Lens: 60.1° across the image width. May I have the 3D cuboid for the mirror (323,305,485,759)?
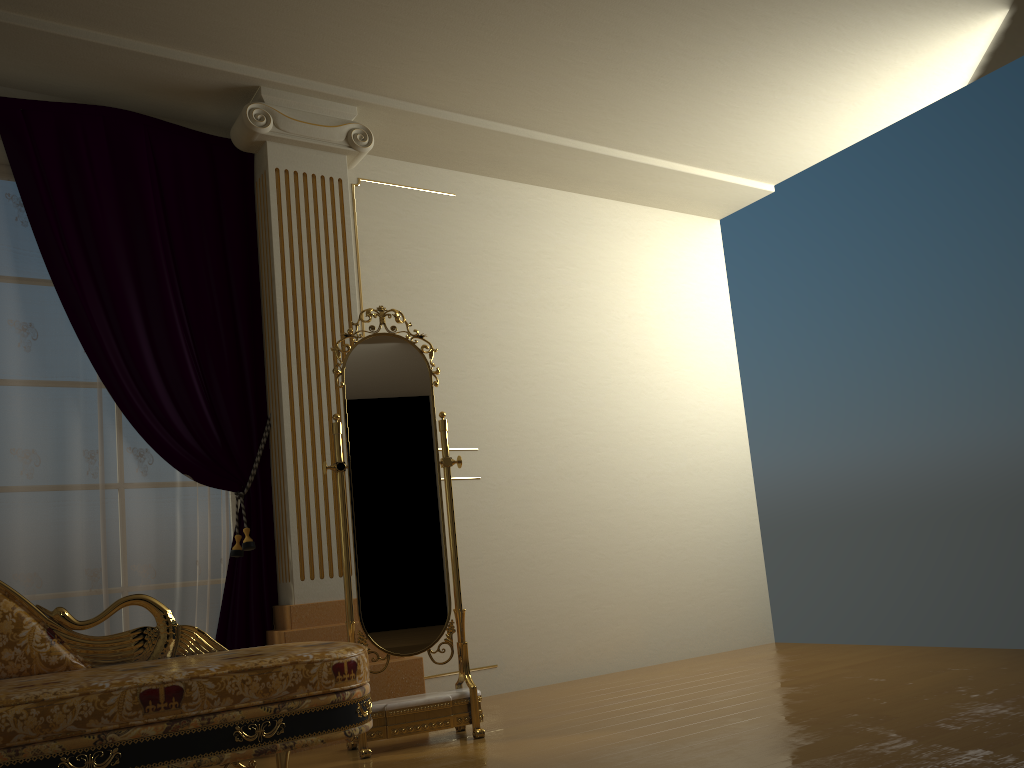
[{"bbox_3d":[-0.438,0.515,3.411,0.541,1.683,0.245,-2,-9,-23],"label":"mirror"}]

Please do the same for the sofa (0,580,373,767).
[{"bbox_3d":[-1.314,0.813,2.409,1.894,0.862,0.701,2,-12,-33],"label":"sofa"}]

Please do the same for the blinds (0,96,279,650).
[{"bbox_3d":[-1.972,0.158,3.289,2.235,2.626,0.342,1,-10,-32],"label":"blinds"}]
